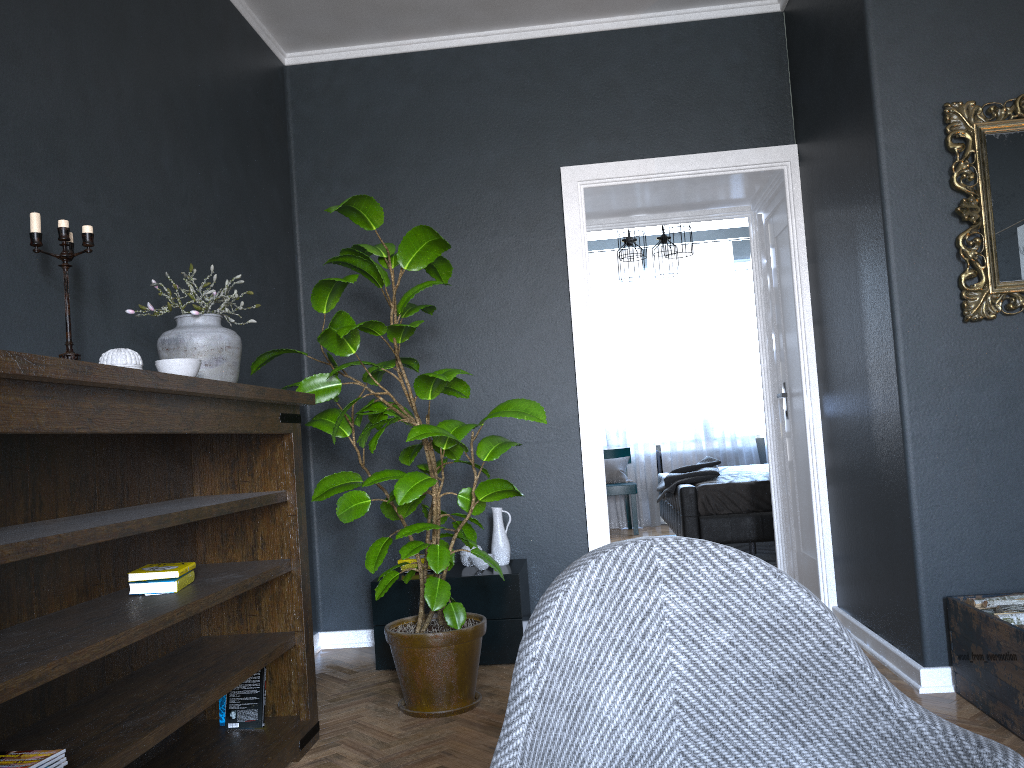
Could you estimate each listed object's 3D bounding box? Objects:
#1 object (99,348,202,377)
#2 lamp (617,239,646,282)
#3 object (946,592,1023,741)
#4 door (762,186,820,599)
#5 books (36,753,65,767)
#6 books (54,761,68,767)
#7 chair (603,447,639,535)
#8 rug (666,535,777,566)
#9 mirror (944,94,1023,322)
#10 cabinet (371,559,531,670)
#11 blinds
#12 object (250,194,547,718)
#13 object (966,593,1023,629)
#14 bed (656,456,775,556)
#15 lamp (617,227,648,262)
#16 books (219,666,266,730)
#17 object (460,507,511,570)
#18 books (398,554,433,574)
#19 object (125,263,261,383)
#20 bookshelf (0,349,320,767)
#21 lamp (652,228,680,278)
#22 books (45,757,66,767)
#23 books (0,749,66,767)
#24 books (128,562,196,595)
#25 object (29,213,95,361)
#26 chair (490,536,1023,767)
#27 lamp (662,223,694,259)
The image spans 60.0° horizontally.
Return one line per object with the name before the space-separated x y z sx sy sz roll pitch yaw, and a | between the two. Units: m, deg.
object | -0.955 -0.044 2.349 0.255 0.103 0.118 -2 -4 -30
lamp | 0.960 -1.256 7.296 0.210 0.804 0.210 -5 -3 19
object | 1.654 0.854 2.722 0.383 0.326 0.553 -4 -3 5
door | 1.545 0.052 4.710 0.162 2.185 0.857 -4 -3 5
books | -0.960 0.688 1.509 0.218 0.008 0.305 -5 -4 9
books | -0.953 0.702 1.507 0.218 0.008 0.305 -5 -4 8
chair | 0.969 1.022 8.469 0.436 0.798 0.593 -4 -3 5
rug | 1.821 1.265 6.885 1.458 0.013 2.046 -4 -4 5
mirror | 2.055 -0.639 3.034 1.057 0.783 0.067 -4 -3 5
cabinet | -0.258 1.043 4.044 0.650 0.390 0.456 -4 -3 5
blinds | 1.488 0.007 8.877 3.993 2.787 0.312 -4 -3 5
object | -0.438 0.263 3.365 1.118 1.897 0.764 -4 -3 -1
object | 1.653 0.778 2.726 0.370 0.246 0.533 -4 -3 5
bed | 2.293 0.650 6.900 2.375 1.161 2.267 -4 -3 5
lamp | 0.919 -1.327 6.912 0.210 0.713 0.210 -5 -3 19
books | -0.886 1.030 2.931 0.179 0.193 0.122 -5 -3 8
object | -0.150 0.707 4.080 0.229 0.268 0.228 -6 -4 39
books | -0.413 0.829 4.098 0.214 0.066 0.162 -4 -3 0
object | -0.956 -0.177 2.692 0.385 0.412 0.275 -3 -3 -17
bookshelf | -0.953 0.582 2.127 0.451 1.171 1.920 -4 -3 5
lamp | 1.294 -1.291 7.577 0.210 0.746 0.210 -5 -3 19
books | -0.956 0.696 1.508 0.218 0.008 0.305 -5 -4 8
books | -0.960 0.680 1.511 0.219 0.013 0.305 -5 -4 9
books | -0.957 0.567 2.487 0.174 0.113 0.197 -4 -3 -6
object | -1.128 -0.207 2.215 0.145 0.437 0.130 -6 -4 41
chair | 0.251 0.607 1.025 0.645 0.810 0.495 -3 -3 -17
lamp | 1.211 -1.334 6.594 0.210 0.769 0.210 -5 -3 19
